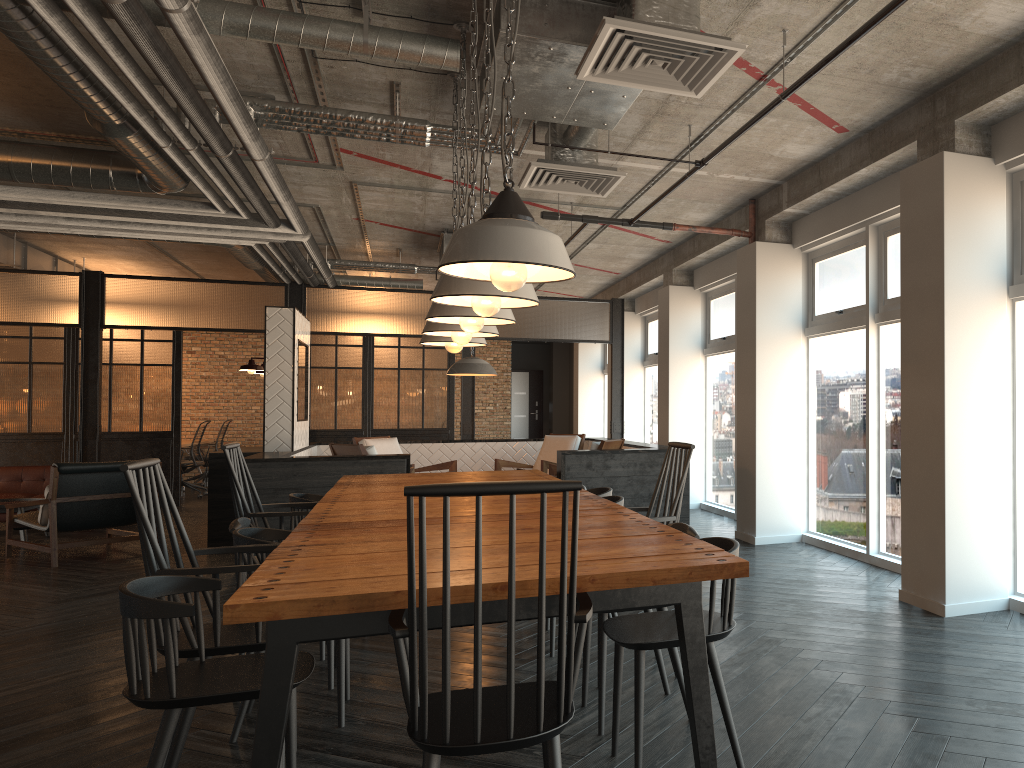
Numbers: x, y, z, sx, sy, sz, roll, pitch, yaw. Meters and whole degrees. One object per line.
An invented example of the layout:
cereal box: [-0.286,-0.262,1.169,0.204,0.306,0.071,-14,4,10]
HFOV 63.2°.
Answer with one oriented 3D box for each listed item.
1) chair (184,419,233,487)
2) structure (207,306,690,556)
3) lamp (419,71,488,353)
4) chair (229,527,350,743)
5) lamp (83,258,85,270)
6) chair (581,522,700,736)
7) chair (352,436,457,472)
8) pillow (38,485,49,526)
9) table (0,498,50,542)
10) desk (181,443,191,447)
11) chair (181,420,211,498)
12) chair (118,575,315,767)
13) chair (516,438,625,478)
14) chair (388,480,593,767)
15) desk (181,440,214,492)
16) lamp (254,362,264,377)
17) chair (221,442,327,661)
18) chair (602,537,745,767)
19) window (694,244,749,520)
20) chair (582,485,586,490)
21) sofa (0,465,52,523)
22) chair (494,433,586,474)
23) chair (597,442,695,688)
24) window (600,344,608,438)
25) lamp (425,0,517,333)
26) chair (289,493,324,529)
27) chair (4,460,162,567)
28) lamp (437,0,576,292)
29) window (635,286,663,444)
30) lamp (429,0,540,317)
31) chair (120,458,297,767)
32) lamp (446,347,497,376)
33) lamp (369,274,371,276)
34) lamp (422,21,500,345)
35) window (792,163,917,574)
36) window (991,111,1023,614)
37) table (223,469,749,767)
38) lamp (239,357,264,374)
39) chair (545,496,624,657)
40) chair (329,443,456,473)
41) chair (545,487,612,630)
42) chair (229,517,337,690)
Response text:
chair: [-4.796,1.084,13.002,0.774,1.062,0.626,1,-1,-16]
structure: [-0.629,0.402,8.560,4.395,2.114,3.347,0,-2,-16]
lamp: [-0.323,-1.041,4.724,0.368,1.736,0.364,0,-1,4]
chair: [-0.817,0.918,3.204,0.494,0.737,0.338,1,-1,-17]
lamp: [-5.527,-1.093,11.842,0.326,0.857,3.120,0,-2,-8]
chair: [0.481,0.922,3.251,0.514,0.725,0.338,1,-1,-17]
chair: [-1.142,1.020,8.932,0.848,0.906,0.795,-1,-2,24]
pillow: [-3.414,0.959,6.784,0.218,0.334,0.782,-1,-2,42]
table: [-4.633,1.250,7.506,0.800,0.372,0.629,1,-2,-21]
desk: [-5.041,1.202,11.316,0.881,0.720,1.500,0,-2,-11]
chair: [-4.598,1.034,11.494,0.774,1.062,0.626,1,-1,-16]
chair: [-0.789,0.888,2.253,0.494,0.737,0.338,1,-1,-17]
chair: [0.564,0.988,8.095,0.870,0.906,0.778,0,-2,18]
chair: [-0.044,0.728,1.957,0.496,1.032,0.455,0,-1,-10]
desk: [-5.236,1.251,12.806,0.881,0.720,1.500,0,-2,-11]
lamp: [-2.433,-0.152,8.210,0.166,0.171,0.263,-1,-2,42]
chair: [-1.100,0.798,4.032,0.543,1.032,0.414,1,-1,-16]
chair: [0.534,0.900,2.772,0.494,0.737,0.338,1,-1,-17]
window: [2.464,0.027,8.999,0.268,2.873,2.277,0,-1,-8]
chair: [0.210,0.982,5.075,0.514,0.725,0.338,1,-1,-17]
sofa: [-4.759,1.147,8.353,1.798,0.637,0.603,1,-2,-20]
chair: [0.344,1.037,9.600,0.622,0.906,1.073,-1,-2,36]
chair: [0.547,0.785,3.775,0.543,1.032,0.414,1,-1,-16]
window: [1.795,0.194,14.100,0.268,2.873,2.277,0,-1,-8]
lamp: [-0.164,-1.081,3.509,0.383,1.736,0.349,0,-1,-4]
chair: [-0.972,0.963,4.564,0.494,0.737,0.338,1,-1,-17]
chair: [-3.549,1.017,6.892,0.873,0.795,0.864,-1,-2,39]
lamp: [-0.004,-1.121,2.293,0.326,1.736,0.406,0,-1,27]
window: [2.129,0.111,11.549,0.268,2.873,2.277,0,-1,-8]
lamp: [-0.084,-1.101,2.902,0.417,1.736,0.315,1,-1,-27]
chair: [-0.923,0.754,2.680,0.543,1.032,0.414,1,-1,-16]
lamp: [-0.410,-0.867,8.652,0.543,1.544,0.476,0,-1,-8]
lamp: [-2.190,-1.060,13.151,0.326,0.857,3.120,0,-2,-8]
lamp: [-0.243,-1.061,4.116,0.368,1.736,0.364,0,-1,4]
window: [2.797,-0.056,6.454,0.268,2.873,2.277,0,-1,-8]
window: [3.130,-0.139,3.909,0.268,2.873,2.277,0,-1,-8]
table: [-0.211,0.902,3.604,1.305,0.791,3.426,0,-2,-9]
lamp: [-2.348,-0.174,7.558,0.166,0.171,0.263,-1,-2,42]
chair: [0.340,0.947,4.211,0.494,0.737,0.338,1,-1,-17]
chair: [-1.055,0.973,7.493,1.089,0.906,0.611,2,-2,-45]
chair: [0.338,0.963,4.697,0.494,0.737,0.338,1,-1,-17]
chair: [-0.958,0.938,3.624,0.514,0.725,0.338,1,-1,-17]
